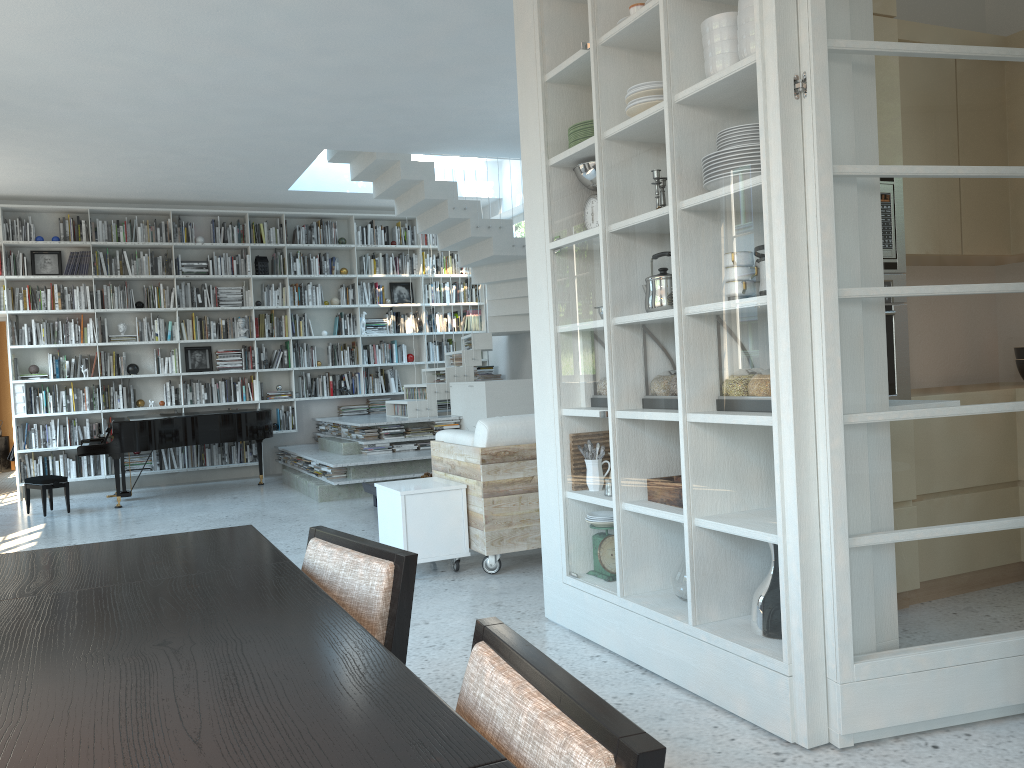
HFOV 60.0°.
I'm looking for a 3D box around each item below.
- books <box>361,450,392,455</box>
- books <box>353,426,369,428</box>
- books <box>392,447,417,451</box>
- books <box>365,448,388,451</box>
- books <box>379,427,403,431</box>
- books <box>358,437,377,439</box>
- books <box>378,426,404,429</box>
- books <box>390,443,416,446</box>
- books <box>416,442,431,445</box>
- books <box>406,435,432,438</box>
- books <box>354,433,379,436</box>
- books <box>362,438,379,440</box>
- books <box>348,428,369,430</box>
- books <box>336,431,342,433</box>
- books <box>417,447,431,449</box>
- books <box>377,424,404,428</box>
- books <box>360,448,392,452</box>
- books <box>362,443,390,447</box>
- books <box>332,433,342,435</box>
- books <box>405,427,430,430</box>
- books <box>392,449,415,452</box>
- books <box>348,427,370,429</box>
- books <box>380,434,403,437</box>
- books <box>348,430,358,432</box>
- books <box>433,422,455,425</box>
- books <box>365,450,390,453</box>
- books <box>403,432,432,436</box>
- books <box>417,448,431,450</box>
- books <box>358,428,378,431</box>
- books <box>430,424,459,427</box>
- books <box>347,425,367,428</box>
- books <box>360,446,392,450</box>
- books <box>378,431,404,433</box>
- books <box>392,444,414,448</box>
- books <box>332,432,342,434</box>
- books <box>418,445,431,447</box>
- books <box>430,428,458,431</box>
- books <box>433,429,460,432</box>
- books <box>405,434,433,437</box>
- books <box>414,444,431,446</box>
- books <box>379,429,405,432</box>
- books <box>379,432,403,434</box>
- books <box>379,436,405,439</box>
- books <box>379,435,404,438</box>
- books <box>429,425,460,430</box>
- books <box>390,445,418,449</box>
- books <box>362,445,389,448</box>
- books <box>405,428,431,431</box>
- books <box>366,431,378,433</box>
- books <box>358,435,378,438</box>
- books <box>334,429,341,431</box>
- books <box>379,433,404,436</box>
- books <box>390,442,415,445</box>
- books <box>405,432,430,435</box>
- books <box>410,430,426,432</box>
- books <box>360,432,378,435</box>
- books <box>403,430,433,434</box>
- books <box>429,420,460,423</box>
[{"bbox_3d":[-1.364,0.688,8.933,0.262,0.023,0.200,-3,1,-27],"label":"books"},{"bbox_3d":[-1.615,0.453,9.384,0.170,0.008,0.208,-3,1,-22],"label":"books"},{"bbox_3d":[-1.110,0.660,9.060,0.232,0.019,0.169,-4,1,-30],"label":"books"},{"bbox_3d":[-1.371,0.652,8.944,0.210,0.012,0.168,-3,1,-21],"label":"books"},{"bbox_3d":[-1.249,0.462,9.144,0.220,0.018,0.154,-3,1,-24],"label":"books"},{"bbox_3d":[-1.489,0.553,9.137,0.161,0.014,0.212,-3,1,-21],"label":"books"},{"bbox_3d":[-1.247,0.449,9.136,0.228,0.009,0.159,-3,1,-29],"label":"books"},{"bbox_3d":[-1.119,0.618,9.073,0.242,0.005,0.152,-3,1,-24],"label":"books"},{"bbox_3d":[-0.864,0.607,9.179,0.274,0.009,0.176,-3,1,-25],"label":"books"},{"bbox_3d":[-0.984,0.540,9.248,0.291,0.007,0.174,-3,1,-22],"label":"books"},{"bbox_3d":[-1.497,0.519,9.133,0.184,0.014,0.297,-3,1,-26],"label":"books"},{"bbox_3d":[-1.474,0.563,9.144,0.144,0.009,0.249,-3,1,-25],"label":"books"},{"bbox_3d":[-1.615,0.471,9.384,0.168,0.013,0.281,-3,1,-28],"label":"books"},{"bbox_3d":[-1.902,0.535,10.069,0.138,0.017,0.237,-3,1,-26],"label":"books"},{"bbox_3d":[-0.852,0.651,9.177,0.250,0.018,0.177,-3,1,-22],"label":"books"},{"bbox_3d":[-1.256,0.437,9.154,0.261,0.016,0.128,-3,1,-26],"label":"books"},{"bbox_3d":[-1.373,0.666,8.951,0.285,0.008,0.159,-3,1,-27],"label":"books"},{"bbox_3d":[-1.374,0.611,8.945,0.233,0.025,0.157,-4,1,-30],"label":"books"},{"bbox_3d":[-1.926,0.564,10.058,0.182,0.011,0.253,-3,1,-21],"label":"books"},{"bbox_3d":[-0.988,0.459,9.245,0.203,0.011,0.173,-4,1,-30],"label":"books"},{"bbox_3d":[-1.116,0.677,9.073,0.208,0.015,0.152,-3,1,-27],"label":"books"},{"bbox_3d":[-1.614,0.461,9.384,0.171,0.007,0.260,-3,1,-27],"label":"books"},{"bbox_3d":[-1.249,0.526,9.151,0.207,0.012,0.131,-3,1,-29],"label":"books"},{"bbox_3d":[-1.616,0.487,9.384,0.187,0.009,0.250,-3,1,-25],"label":"books"},{"bbox_3d":[-0.720,0.415,9.371,0.192,0.024,0.167,-3,1,-20],"label":"books"},{"bbox_3d":[-1.373,0.673,8.951,0.264,0.006,0.164,-3,1,-24],"label":"books"},{"bbox_3d":[-0.993,0.525,9.266,0.293,0.014,0.133,-3,1,-27],"label":"books"},{"bbox_3d":[-0.860,0.665,9.197,0.249,0.009,0.144,-3,1,-26],"label":"books"},{"bbox_3d":[-1.485,0.473,9.139,0.149,0.014,0.228,-3,1,-27],"label":"books"},{"bbox_3d":[-0.716,0.433,9.366,0.261,0.012,0.179,-3,1,-21],"label":"books"},{"bbox_3d":[-1.628,0.439,9.378,0.189,0.022,0.237,-3,1,-20],"label":"books"},{"bbox_3d":[-1.373,0.640,8.948,0.292,0.012,0.159,-3,1,-22],"label":"books"},{"bbox_3d":[-1.246,0.491,9.141,0.260,0.009,0.153,-3,1,-22],"label":"books"},{"bbox_3d":[-1.121,0.630,9.079,0.210,0.018,0.134,-3,1,-22],"label":"books"},{"bbox_3d":[-1.921,0.551,10.060,0.177,0.014,0.247,-3,1,-27],"label":"books"},{"bbox_3d":[-0.862,0.633,9.198,0.273,0.009,0.129,-3,1,-21],"label":"books"},{"bbox_3d":[-0.720,0.477,9.382,0.268,0.014,0.160,-3,1,-26],"label":"books"},{"bbox_3d":[-0.711,0.487,9.364,0.281,0.008,0.181,-3,1,-20],"label":"books"},{"bbox_3d":[-0.984,0.534,9.248,0.287,0.005,0.165,-3,1,-20],"label":"books"},{"bbox_3d":[-0.852,0.620,9.174,0.287,0.018,0.190,-3,1,-26],"label":"books"},{"bbox_3d":[-1.238,0.478,9.121,0.230,0.015,0.190,-3,1,-20],"label":"books"},{"bbox_3d":[-1.245,0.501,9.138,0.210,0.012,0.168,-3,1,-24],"label":"books"},{"bbox_3d":[-1.239,0.552,9.134,0.216,0.015,0.177,-3,1,-27],"label":"books"},{"bbox_3d":[-1.246,0.538,9.146,0.227,0.013,0.148,-3,1,-27],"label":"books"},{"bbox_3d":[-0.718,0.454,9.373,0.284,0.030,0.177,-3,1,-24],"label":"books"},{"bbox_3d":[-1.116,0.645,9.069,0.272,0.012,0.158,-3,1,-27],"label":"books"},{"bbox_3d":[-1.379,0.629,8.958,0.257,0.010,0.132,-3,1,-21],"label":"books"},{"bbox_3d":[-0.990,0.471,9.252,0.245,0.013,0.172,-3,1,-26],"label":"books"},{"bbox_3d":[-1.457,0.492,9.152,0.090,0.011,0.190,-3,1,-27],"label":"books"},{"bbox_3d":[-1.484,0.538,9.139,0.152,0.015,0.208,-3,1,-28],"label":"books"},{"bbox_3d":[-1.913,0.518,10.064,0.159,0.018,0.203,-3,1,-27],"label":"books"},{"bbox_3d":[-1.240,0.513,9.129,0.215,0.013,0.189,-3,1,-26],"label":"books"},{"bbox_3d":[-1.121,0.609,9.075,0.220,0.013,0.149,-3,1,-26],"label":"books"},{"bbox_3d":[-0.987,0.510,9.251,0.214,0.015,0.177,-3,1,-24],"label":"books"},{"bbox_3d":[-0.992,0.483,9.257,0.179,0.010,0.160,-3,1,-23],"label":"books"},{"bbox_3d":[-1.476,0.505,9.143,0.137,0.012,0.242,-3,1,-24],"label":"books"},{"bbox_3d":[-0.982,0.495,9.237,0.273,0.014,0.187,-4,1,-30],"label":"books"},{"bbox_3d":[-0.716,0.397,9.361,0.285,0.013,0.181,-4,1,-30],"label":"books"}]
